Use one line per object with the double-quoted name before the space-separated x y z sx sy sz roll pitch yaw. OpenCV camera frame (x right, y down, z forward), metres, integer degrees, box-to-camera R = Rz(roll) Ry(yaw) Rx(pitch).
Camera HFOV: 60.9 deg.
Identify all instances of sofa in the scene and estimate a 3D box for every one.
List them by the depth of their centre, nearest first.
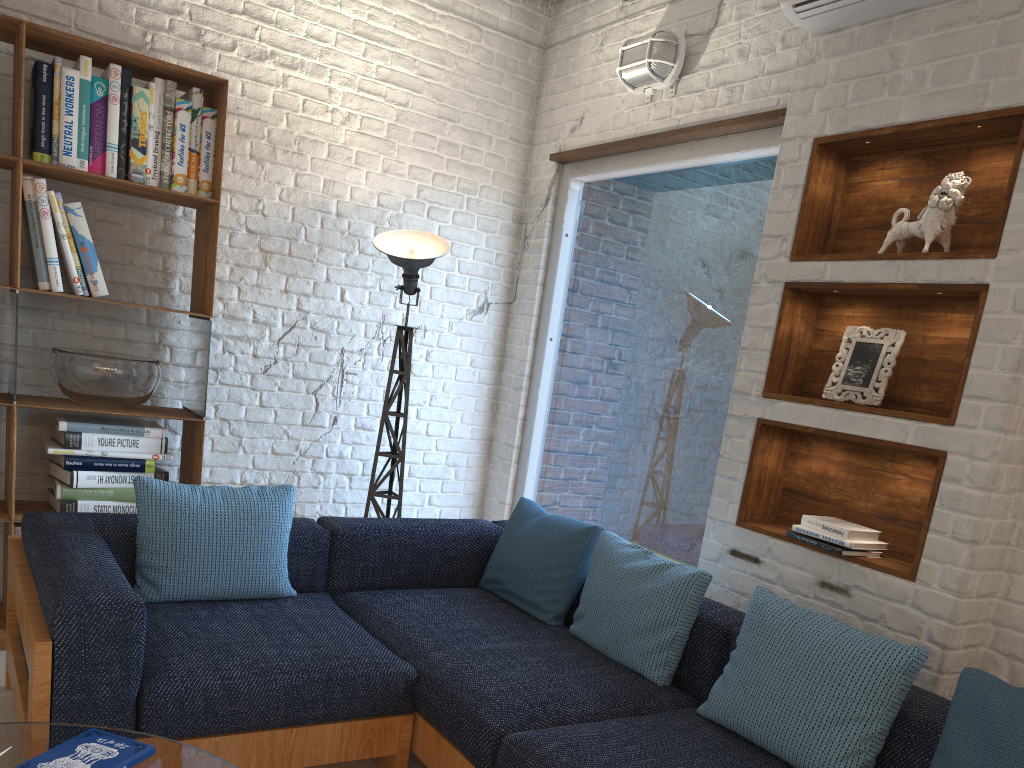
"sofa" 0.216 1.020 1.899 2.090 0.677 3.842 7 3 -33

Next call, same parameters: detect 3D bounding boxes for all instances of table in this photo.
"table" -0.762 1.011 1.149 1.083 0.457 1.779 7 3 -28

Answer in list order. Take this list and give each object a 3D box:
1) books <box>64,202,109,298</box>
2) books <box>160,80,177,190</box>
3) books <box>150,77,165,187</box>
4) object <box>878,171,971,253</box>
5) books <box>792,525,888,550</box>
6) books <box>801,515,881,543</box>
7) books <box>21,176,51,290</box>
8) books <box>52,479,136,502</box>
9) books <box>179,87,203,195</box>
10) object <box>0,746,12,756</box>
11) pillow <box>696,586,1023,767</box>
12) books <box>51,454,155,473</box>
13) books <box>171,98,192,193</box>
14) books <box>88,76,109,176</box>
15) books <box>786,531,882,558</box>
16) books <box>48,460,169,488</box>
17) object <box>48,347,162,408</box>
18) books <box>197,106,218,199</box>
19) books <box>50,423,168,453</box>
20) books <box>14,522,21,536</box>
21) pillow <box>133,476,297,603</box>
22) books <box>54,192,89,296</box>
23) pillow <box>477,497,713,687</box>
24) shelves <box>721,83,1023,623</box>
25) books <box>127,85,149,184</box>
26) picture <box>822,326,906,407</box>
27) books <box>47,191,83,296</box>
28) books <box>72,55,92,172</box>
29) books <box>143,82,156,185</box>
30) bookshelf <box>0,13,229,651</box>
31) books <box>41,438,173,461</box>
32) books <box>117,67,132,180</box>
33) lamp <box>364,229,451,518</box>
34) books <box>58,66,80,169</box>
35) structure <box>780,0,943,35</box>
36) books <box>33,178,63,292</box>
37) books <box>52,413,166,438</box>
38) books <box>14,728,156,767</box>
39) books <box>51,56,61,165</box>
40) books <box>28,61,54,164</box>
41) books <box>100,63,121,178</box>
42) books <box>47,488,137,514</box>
"books" -1.607 -0.498 3.263 0.158 0.338 0.247 2 10 -33
"books" -1.330 -0.926 3.313 0.036 0.394 0.236 0 12 -33
"books" -1.368 -0.931 3.304 0.036 0.394 0.236 0 12 -33
"object" 1.195 -0.485 2.523 0.113 0.249 0.209 3 9 -25
"books" 1.024 0.478 2.725 0.172 0.019 0.230 7 2 -31
"books" 1.025 0.451 2.726 0.133 0.034 0.200 7 2 -23
"books" -1.748 -0.543 3.185 0.101 0.394 0.236 1 12 -33
"books" -1.643 0.418 3.519 0.364 0.057 0.275 7 2 -31
"books" -1.251 -0.916 3.364 0.036 0.394 0.236 0 12 -33
"object" -1.056 0.712 1.592 0.187 0.093 0.189 8 4 -8
"pillow" 0.956 0.826 2.057 0.255 0.427 1.178 2 6 -34
"books" -1.625 0.298 3.463 0.328 0.057 0.248 7 3 -38
"books" -1.292 -0.893 3.340 0.056 0.338 0.247 0 11 -33
"books" -1.537 -0.925 3.198 0.056 0.338 0.247 0 11 -33
"books" 1.007 0.502 2.737 0.163 0.017 0.245 8 2 -23
"books" -1.617 0.361 3.500 0.238 0.066 0.380 11 3 44
"object" -1.598 -0.016 3.433 0.401 0.207 0.393 9 4 8
"books" -1.223 -0.885 3.410 0.056 0.338 0.247 0 11 -33
"books" -1.609 0.217 3.485 0.381 0.066 0.238 7 3 -39
"books" -1.941 0.715 3.411 0.036 0.394 0.236 0 12 -33
"pillow" -0.992 0.527 2.940 0.558 0.419 0.216 5 10 -34
"books" -1.654 -0.513 3.246 0.125 0.358 0.263 1 11 -33
"pillow" 0.252 0.712 3.166 0.244 0.409 1.076 2 6 -34
"shelves" 1.115 -0.073 2.651 0.192 1.465 0.744 0 12 -33
"books" -1.414 -0.908 3.249 0.056 0.338 0.247 0 11 -33
"picture" 1.095 -0.055 2.702 0.102 0.251 0.188 -1 12 -42
"books" -1.667 -0.514 3.227 0.125 0.358 0.263 1 11 -33
"books" -1.564 -0.956 3.155 0.036 0.394 0.236 0 12 -33
"books" -1.387 -0.920 3.280 0.021 0.369 0.263 0 11 -33
"bookshelf" -1.842 -0.108 3.217 1.322 2.261 0.353 2 13 -32
"books" -1.612 0.260 3.474 0.447 0.021 0.264 7 2 -33
"books" -1.457 -0.942 3.230 0.036 0.394 0.236 0 12 -33
"lamp" -0.317 0.280 3.866 0.854 1.895 0.498 14 12 28
"books" -1.605 -0.933 3.132 0.056 0.338 0.247 0 11 -33
"structure" 1.099 -1.169 2.323 0.201 0.225 0.792 3 5 -33
"books" -1.704 -0.536 3.187 0.104 0.394 0.236 1 12 -33
"books" -1.603 0.166 3.468 0.382 0.037 0.237 7 2 -33
"books" -0.867 0.770 1.769 0.161 0.023 0.228 9 2 15
"books" -1.645 -0.953 3.122 0.021 0.369 0.263 0 11 -33
"books" -1.680 -0.943 3.105 0.056 0.338 0.247 0 11 -33
"books" -1.482 -0.945 3.202 0.036 0.394 0.236 0 12 -33
"books" -1.641 0.480 3.517 0.381 0.066 0.238 7 3 -39
